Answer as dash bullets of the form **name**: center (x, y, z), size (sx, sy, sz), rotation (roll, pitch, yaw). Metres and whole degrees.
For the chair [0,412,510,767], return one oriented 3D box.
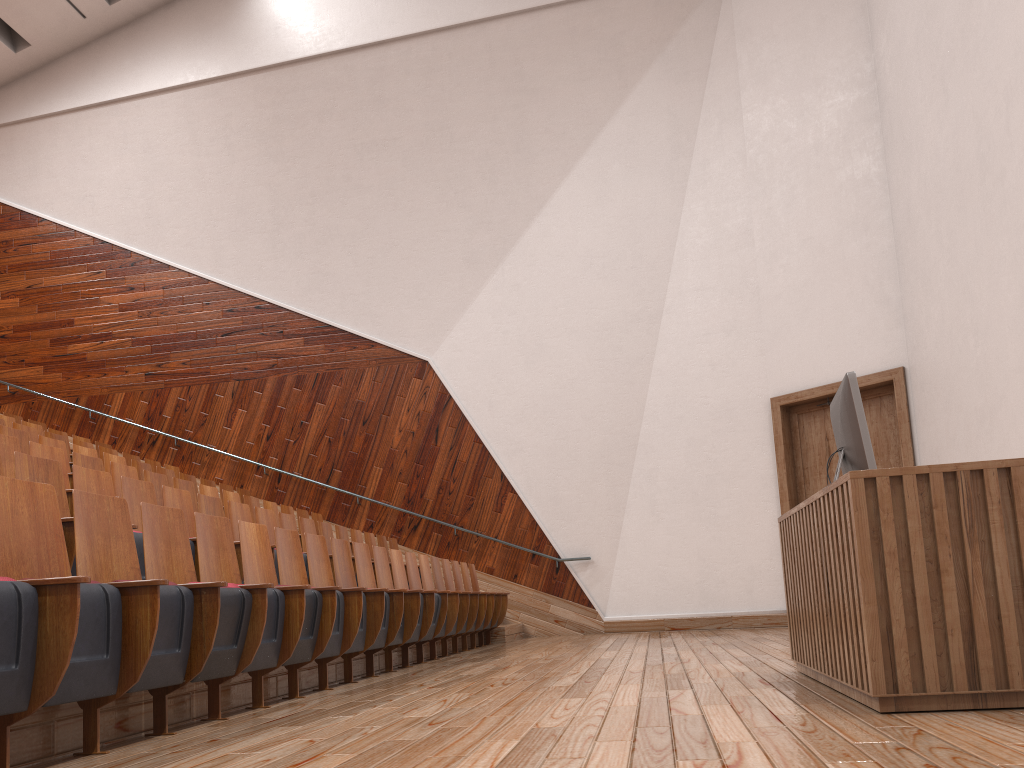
- **chair**: center (-0.484, -0.022, 0.399), size (0.771, 0.365, 1.209), rotation (-5, -14, 8)

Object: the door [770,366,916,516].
- **door**: center (0.332, 0.117, 0.862), size (0.024, 0.235, 0.142), rotation (3, -11, -42)

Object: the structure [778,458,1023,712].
- **structure**: center (0.153, 0.075, 0.328), size (0.078, 0.069, 0.160), rotation (-5, -13, 8)

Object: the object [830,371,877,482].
- **object**: center (0.148, 0.021, 0.350), size (0.041, 0.047, 0.091), rotation (-5, -13, 8)
